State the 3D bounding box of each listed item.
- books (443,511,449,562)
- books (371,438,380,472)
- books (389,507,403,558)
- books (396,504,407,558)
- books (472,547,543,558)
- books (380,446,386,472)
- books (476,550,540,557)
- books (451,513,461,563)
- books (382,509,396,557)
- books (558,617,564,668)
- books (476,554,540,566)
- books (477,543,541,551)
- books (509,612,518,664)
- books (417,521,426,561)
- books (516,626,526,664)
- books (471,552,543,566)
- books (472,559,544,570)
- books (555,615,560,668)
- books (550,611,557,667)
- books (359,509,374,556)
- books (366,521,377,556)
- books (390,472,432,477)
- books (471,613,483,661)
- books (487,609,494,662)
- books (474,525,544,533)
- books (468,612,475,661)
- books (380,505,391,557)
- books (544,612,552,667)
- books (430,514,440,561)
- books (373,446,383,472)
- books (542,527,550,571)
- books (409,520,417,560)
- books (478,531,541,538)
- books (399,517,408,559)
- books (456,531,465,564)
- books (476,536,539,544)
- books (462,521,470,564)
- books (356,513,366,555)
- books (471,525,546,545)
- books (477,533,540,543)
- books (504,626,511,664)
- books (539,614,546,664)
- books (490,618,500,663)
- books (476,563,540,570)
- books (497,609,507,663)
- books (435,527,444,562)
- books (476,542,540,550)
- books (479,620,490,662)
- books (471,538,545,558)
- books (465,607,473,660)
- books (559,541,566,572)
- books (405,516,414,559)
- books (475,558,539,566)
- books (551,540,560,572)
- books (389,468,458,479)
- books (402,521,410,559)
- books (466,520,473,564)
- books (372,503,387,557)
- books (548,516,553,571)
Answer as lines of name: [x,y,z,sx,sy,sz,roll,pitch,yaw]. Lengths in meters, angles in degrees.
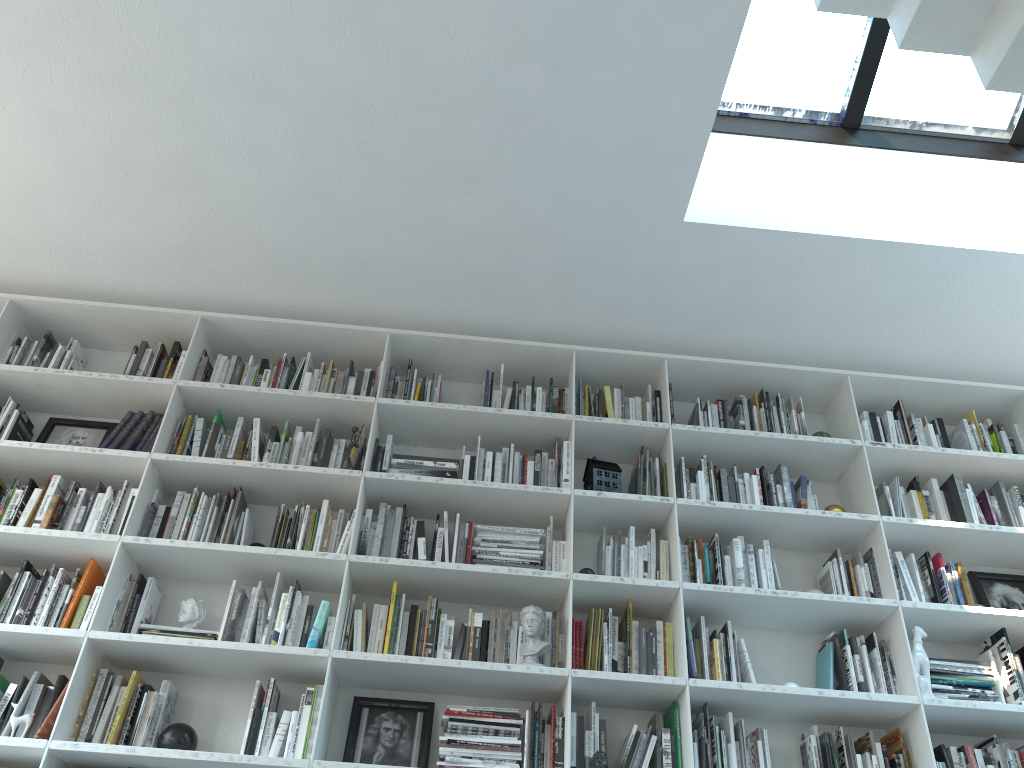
books: [-0.266,0.682,3.584,0.049,0.289,0.163,5,-37,-2]
books: [-0.589,0.381,3.788,0.012,0.252,0.162,5,-37,-2]
books: [-0.469,0.665,3.583,0.029,0.293,0.152,5,-37,-2]
books: [-0.449,0.660,3.579,0.011,0.298,0.180,5,-37,-2]
books: [-0.020,0.709,3.589,0.285,0.012,0.160,3,-37,1]
books: [-0.550,0.394,3.773,0.013,0.217,0.142,5,-37,-2]
books: [-0.021,0.721,3.585,0.254,0.012,0.162,5,-37,-1]
books: [-0.231,0.686,3.568,0.021,0.267,0.192,5,-37,-2]
books: [-0.496,0.664,3.559,0.025,0.264,0.186,5,-37,-2]
books: [0.181,1.034,3.381,0.023,0.263,0.107,5,-37,-2]
books: [-0.022,0.739,3.569,0.254,0.012,0.162,6,-37,-3]
books: [-0.020,0.699,3.596,0.254,0.012,0.162,7,-37,-4]
books: [0.000,1.014,3.366,0.024,0.257,0.127,5,-37,-2]
books: [-0.362,0.690,3.558,0.066,0.235,0.154,5,-37,-2]
books: [0.028,1.038,3.348,0.035,0.200,0.150,5,-37,-2]
books: [-0.022,0.731,3.578,0.285,0.012,0.160,5,-37,-1]
books: [-0.023,0.757,3.553,0.285,0.012,0.160,7,-37,-4]
books: [0.163,1.030,3.374,0.014,0.259,0.138,5,-37,-2]
books: [0.150,1.019,3.365,0.014,0.264,0.154,5,-37,-2]
books: [-0.588,0.661,3.564,0.026,0.265,0.171,5,-37,-2]
books: [-0.564,0.688,3.566,0.027,0.227,0.148,5,-37,-2]
books: [-0.375,0.436,3.763,0.285,0.012,0.160,6,-37,-3]
books: [-0.137,1.004,3.336,0.029,0.222,0.186,5,-37,-2]
books: [-0.087,0.995,3.337,0.012,0.243,0.187,5,-37,-2]
books: [-0.016,0.632,3.650,0.285,0.012,0.160,4,-37,0]
books: [-0.157,1.005,3.347,0.010,0.232,0.176,5,-37,-2]
books: [-0.516,0.659,3.594,0.014,0.311,0.134,5,-37,-2]
books: [0.130,1.023,3.382,0.025,0.277,0.108,5,-37,-2]
books: [-0.317,0.682,3.584,0.022,0.284,0.131,5,-37,-2]
books: [-0.569,0.391,3.757,0.027,0.200,0.168,5,-37,-2]
books: [0.136,0.726,3.577,0.012,0.252,0.162,5,-37,-2]
books: [-0.401,0.689,3.562,0.011,0.238,0.148,5,-37,-2]
books: [-0.017,0.654,3.639,0.254,0.012,0.162,5,-37,-2]
books: [-0.439,0.682,3.567,0.011,0.250,0.154,5,-37,-2]
books: [-0.211,0.718,3.565,0.024,0.215,0.133,5,-37,-2]
books: [-0.017,0.668,3.615,0.254,0.012,0.162,2,-37,2]
books: [-0.190,0.703,3.567,0.015,0.243,0.184,5,-37,-2]
books: [-0.608,0.670,3.568,0.012,0.252,0.162,5,-37,-2]
books: [-0.016,0.637,3.637,0.285,0.012,0.160,8,-38,-6]
books: [-0.017,0.661,3.628,0.254,0.012,0.162,4,-37,0]
books: [-0.024,1.037,3.354,0.022,0.205,0.115,5,-37,-2]
books: [0.106,1.021,3.367,0.025,0.258,0.131,5,-37,-2]
books: [-0.072,1.025,3.362,0.025,0.228,0.143,5,-37,-2]
books: [-0.024,0.769,3.549,0.254,0.012,0.162,6,-37,-3]
books: [-0.045,1.004,3.356,0.025,0.257,0.151,5,-37,-2]
books: [-0.296,0.708,3.559,0.024,0.215,0.148,5,-37,-2]
books: [-0.019,0.691,3.605,0.254,0.012,0.162,4,-37,0]
books: [-0.109,1.017,3.331,0.029,0.199,0.179,5,-37,-2]
books: [-0.019,0.683,3.615,0.285,0.012,0.160,6,-37,-3]
books: [-0.168,0.997,3.357,0.014,0.257,0.162,5,-37,-2]
books: [0.196,0.762,3.579,0.030,0.204,0.159,5,-37,-2]
books: [-0.413,0.683,3.564,0.014,0.248,0.173,5,-37,-2]
books: [-0.023,0.749,3.562,0.254,0.012,0.162,4,-37,0]
books: [0.166,0.759,3.571,0.029,0.197,0.173,5,-37,-2]
books: [-0.372,0.417,3.768,0.285,0.024,0.160,2,-37,2]
books: [-0.428,0.691,3.562,0.014,0.232,0.148,5,-37,-2]
books: [-0.175,0.696,3.558,0.013,0.245,0.177,5,-37,-2]
books: [-0.534,0.652,3.573,0.026,0.295,0.180,5,-37,-2]
books: [0.149,0.711,3.609,0.012,0.317,0.140,5,-37,-2]
